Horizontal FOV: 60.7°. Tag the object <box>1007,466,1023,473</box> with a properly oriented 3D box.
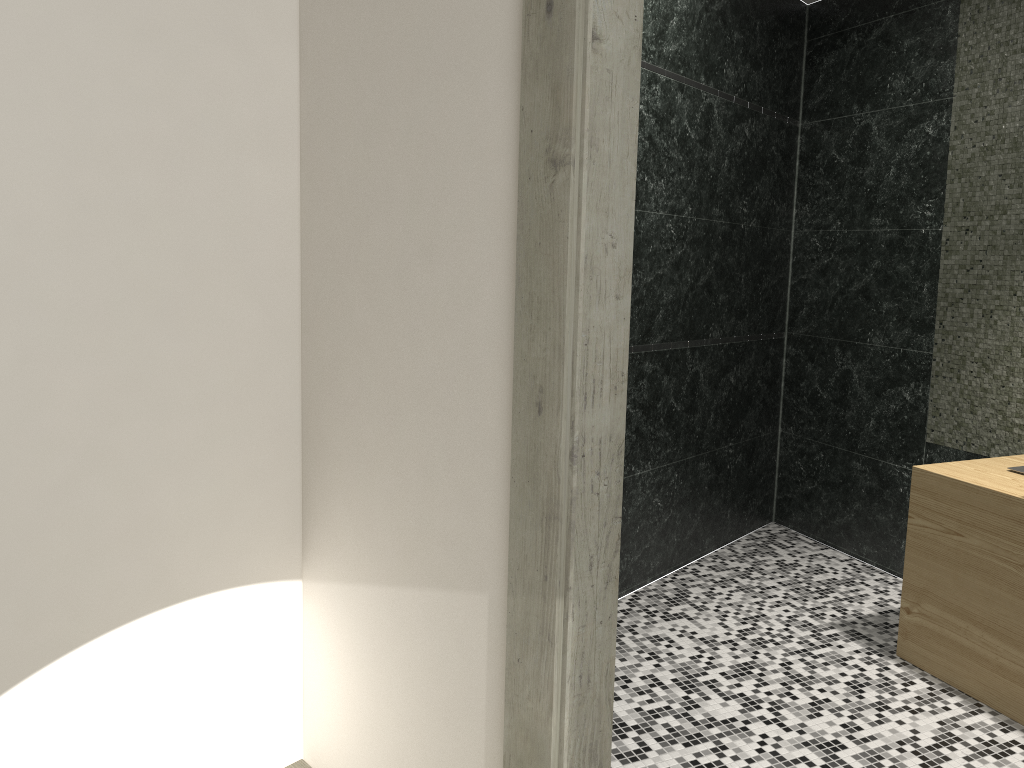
[{"bbox_3d":[2.000,0.328,3.116,0.336,0.011,0.298,-1,9,-25],"label":"object"}]

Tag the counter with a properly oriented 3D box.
[{"bbox_3d":[1.998,0.584,2.803,0.683,1.050,1.248,-2,9,-24],"label":"counter"}]

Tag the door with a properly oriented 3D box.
[{"bbox_3d":[0.880,-0.018,1.515,1.129,2.511,1.389,-5,10,-42],"label":"door"}]
